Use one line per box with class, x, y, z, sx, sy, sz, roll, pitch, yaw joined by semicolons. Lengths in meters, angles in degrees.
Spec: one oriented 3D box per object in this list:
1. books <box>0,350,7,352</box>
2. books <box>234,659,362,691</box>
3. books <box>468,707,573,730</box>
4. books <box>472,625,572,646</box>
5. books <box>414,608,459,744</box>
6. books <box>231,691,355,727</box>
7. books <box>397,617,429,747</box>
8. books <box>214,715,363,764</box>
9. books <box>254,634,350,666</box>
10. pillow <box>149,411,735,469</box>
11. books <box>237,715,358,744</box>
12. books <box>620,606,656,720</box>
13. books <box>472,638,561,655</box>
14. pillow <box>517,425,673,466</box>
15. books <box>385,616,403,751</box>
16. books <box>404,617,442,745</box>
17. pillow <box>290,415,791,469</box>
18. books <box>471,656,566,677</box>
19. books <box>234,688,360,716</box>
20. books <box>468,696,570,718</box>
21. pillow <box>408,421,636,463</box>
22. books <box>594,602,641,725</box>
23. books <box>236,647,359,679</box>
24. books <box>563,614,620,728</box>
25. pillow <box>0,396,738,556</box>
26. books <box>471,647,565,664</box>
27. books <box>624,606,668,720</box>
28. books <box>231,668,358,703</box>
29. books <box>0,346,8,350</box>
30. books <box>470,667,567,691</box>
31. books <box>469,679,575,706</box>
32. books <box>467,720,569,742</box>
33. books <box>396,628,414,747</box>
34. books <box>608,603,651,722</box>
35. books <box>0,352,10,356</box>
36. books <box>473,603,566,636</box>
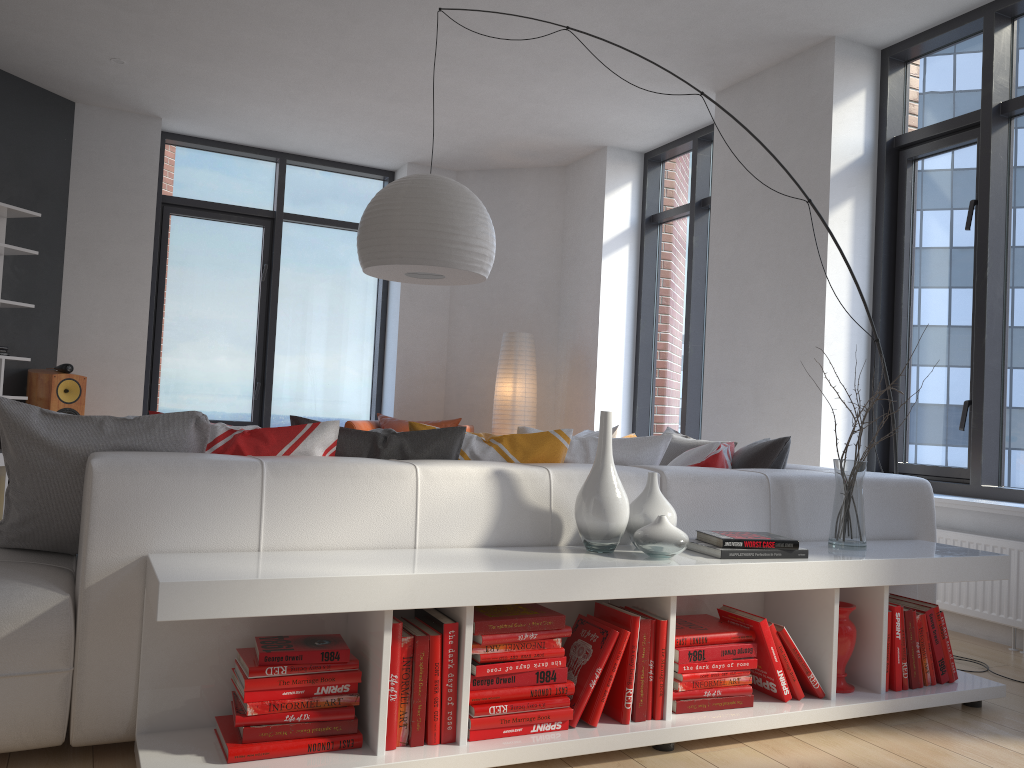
books;-3.315;-0.215;5.582;0.142;0.015;0.198;2;-2;18
books;-0.512;0.683;2.113;0.269;0.028;0.179;4;-3;-24
books;-0.011;0.830;2.273;0.282;0.030;0.188;4;-3;-24
books;-0.007;0.634;2.301;0.266;0.026;0.187;4;-3;-31
books;-0.193;0.716;2.214;0.049;0.291;0.214;4;-3;-26
books;-0.521;0.761;2.100;0.266;0.026;0.187;4;-2;-20
books;-0.262;0.727;2.186;0.034;0.259;0.207;4;-3;-26
books;-0.531;0.823;2.095;0.301;0.032;0.227;4;-3;-26
books;-0.502;0.631;2.112;0.206;0.029;0.152;4;-2;-20
pillow;-0.051;0.371;3.032;2.250;0.449;0.575;4;-3;-28
books;-0.518;0.791;2.110;0.259;0.034;0.206;4;-3;-23
books;0.332;0.766;2.451;0.028;0.266;0.188;4;-3;-26
books;-0.029;0.658;2.298;0.257;0.025;0.182;4;-3;-26
pillow;0.258;0.399;4.062;0.580;0.456;2.156;3;-2;0
books;-0.321;0.707;2.154;0.036;0.294;0.208;4;-3;-26
books;-0.223;0.729;2.194;0.042;0.259;0.195;4;-3;-26
pillow;0.241;0.365;3.181;2.120;0.436;0.608;4;-3;-30
books;-0.021;0.707;2.297;0.261;0.027;0.191;4;-3;-30
books;-0.514;0.736;2.112;0.257;0.025;0.182;4;-3;-26
books;-0.013;0.803;2.276;0.266;0.026;0.187;4;-3;-26
pillow;0.188;0.401;3.750;0.630;0.440;2.095;2;-2;21
books;0.274;0.754;2.415;0.046;0.282;0.199;4;-3;-26
books;-0.514;0.658;2.116;0.254;0.025;0.178;4;-3;-26
books;0.176;0.762;2.375;0.144;0.247;0.188;4;-3;-25
pillow;-0.280;0.339;3.290;2.953;0.453;0.647;5;-3;-38
books;-0.010;0.682;2.298;0.236;0.023;0.178;4;-3;-26
books;0.363;0.765;2.449;0.028;0.269;0.181;4;-3;-26
books;-0.523;0.711;2.125;0.261;0.028;0.191;4;-3;-26
books;-3.327;-0.235;5.590;0.161;0.023;0.213;2;-3;23
books;-0.028;0.740;2.311;0.279;0.039;0.206;4;-3;-25
books;-0.023;0.776;2.312;0.301;0.032;0.227;4;-3;-26
books;-0.023;0.859;2.286;0.274;0.029;0.200;4;-3;-26
books;-0.292;0.726;2.171;0.031;0.255;0.181;4;-3;-26
books;0.301;0.761;2.446;0.038;0.270;0.215;4;-3;-26
books;-3.313;-0.196;5.581;0.161;0.023;0.213;2;-3;23
books;-0.026;0.603;2.302;0.259;0.034;0.206;4;-3;-29
